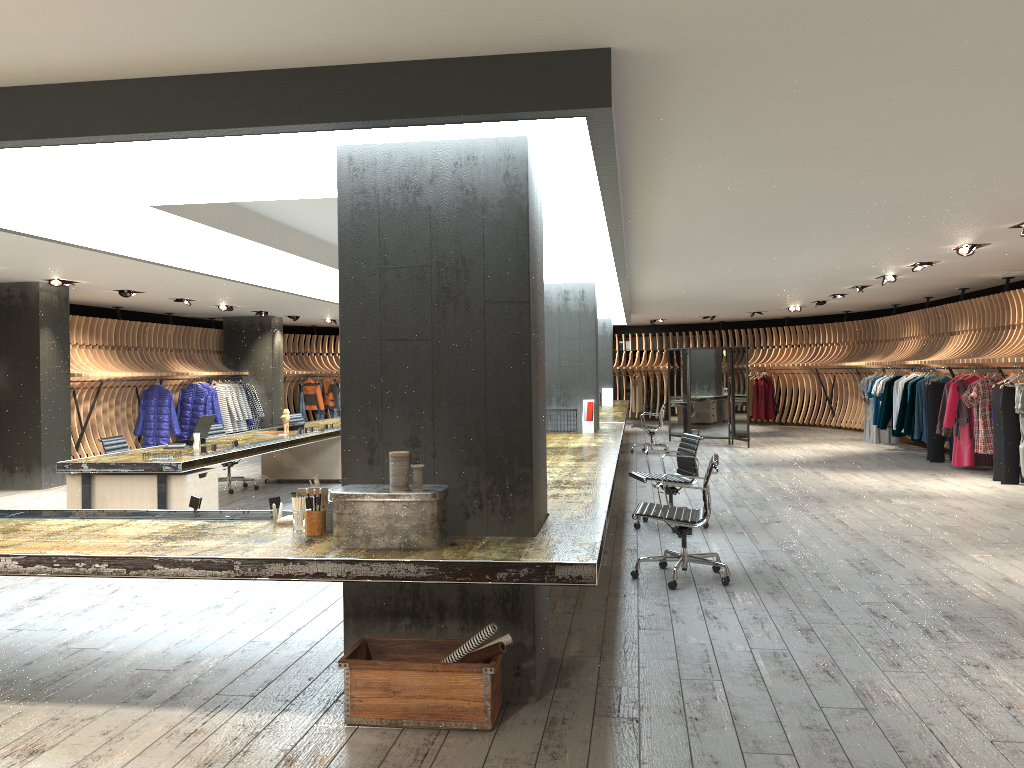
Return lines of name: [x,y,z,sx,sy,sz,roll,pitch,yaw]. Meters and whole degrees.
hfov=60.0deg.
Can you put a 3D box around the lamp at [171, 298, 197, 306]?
lamp: [-5.567,-1.462,14.980,0.269,0.294,0.493,-1,1,8]

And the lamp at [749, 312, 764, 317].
lamp: [5.744,-1.720,20.807,0.269,0.292,0.492,-1,1,-24]

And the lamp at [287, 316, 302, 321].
lamp: [-4.850,-1.542,19.708,0.269,0.292,0.493,-1,1,14]

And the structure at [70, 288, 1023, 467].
structure: [-0.792,0.089,8.204,14.881,2.440,36.558,-1,1,8]

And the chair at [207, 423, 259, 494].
chair: [-3.607,0.943,11.437,0.667,0.859,0.693,-1,0,-1]

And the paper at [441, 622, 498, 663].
paper: [-0.314,1.209,3.740,0.572,0.460,0.043,-1,0,25]

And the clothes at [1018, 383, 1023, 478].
clothes: [6.178,0.556,10.561,0.278,1.141,0.172,-1,0,15]

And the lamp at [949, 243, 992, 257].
lamp: [5.052,-1.554,9.783,0.269,0.284,0.493,-1,1,8]

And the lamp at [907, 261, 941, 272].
lamp: [5.272,-1.575,11.362,0.269,0.296,0.493,-1,1,8]

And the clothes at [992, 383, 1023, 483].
clothes: [6.279,0.663,11.065,0.087,1.353,0.539,-1,0,-43]

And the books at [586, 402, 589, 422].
books: [0.901,0.390,10.527,0.048,0.368,0.215,-1,0,8]

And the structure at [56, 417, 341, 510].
structure: [-2.657,0.916,12.789,1.162,0.844,10.452,-1,1,8]

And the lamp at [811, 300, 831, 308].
lamp: [6.148,-1.682,17.682,0.269,0.291,0.493,-1,1,4]

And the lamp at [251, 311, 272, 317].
lamp: [-5.128,-1.515,18.139,0.269,0.292,0.493,-1,1,8]

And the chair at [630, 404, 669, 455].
chair: [2.423,0.789,15.694,0.667,0.859,0.693,-1,0,4]

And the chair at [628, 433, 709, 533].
chair: [1.447,0.910,8.335,0.667,0.859,0.693,-1,0,-16]

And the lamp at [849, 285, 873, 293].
lamp: [5.711,-1.632,14.522,0.269,0.286,0.493,-1,1,8]

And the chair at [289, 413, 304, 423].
chair: [-3.211,0.899,14.053,0.667,0.859,0.693,-1,0,4]

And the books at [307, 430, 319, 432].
books: [-2.523,0.591,11.165,0.155,0.025,0.110,-1,1,3]

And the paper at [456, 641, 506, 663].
paper: [-0.348,1.237,3.780,0.723,0.365,0.047,-1,0,27]

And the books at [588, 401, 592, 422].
books: [0.922,0.389,10.524,0.048,0.368,0.215,-1,0,8]

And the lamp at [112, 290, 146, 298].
lamp: [-5.786,-1.437,13.400,0.269,0.292,0.493,-1,1,8]

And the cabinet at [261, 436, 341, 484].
cabinet: [-2.824,1.033,12.313,1.131,0.630,0.593,-1,0,8]

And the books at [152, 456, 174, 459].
books: [-3.086,0.648,7.837,0.155,0.025,0.110,-1,1,3]

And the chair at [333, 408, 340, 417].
chair: [-2.917,0.863,16.244,0.667,0.859,0.693,-1,0,-6]

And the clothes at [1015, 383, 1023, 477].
clothes: [6.205,0.556,10.664,0.273,1.143,0.170,-1,0,40]

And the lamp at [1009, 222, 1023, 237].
lamp: [4.833,-1.525,8.203,0.269,0.291,0.493,-1,1,8]

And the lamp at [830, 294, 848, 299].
lamp: [5.931,-1.654,16.102,0.269,0.294,0.493,-1,1,8]

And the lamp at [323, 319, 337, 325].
lamp: [-4.320,-1.570,21.202,0.269,0.296,0.493,-1,1,28]

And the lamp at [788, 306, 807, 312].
lamp: [6.157,-1.707,19.274,0.269,0.287,0.492,-1,1,-12]

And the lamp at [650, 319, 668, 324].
lamp: [3.810,-1.726,23.287,0.492,0.292,0.269,0,1,40]

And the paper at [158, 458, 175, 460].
paper: [-3.091,0.662,7.841,0.176,0.004,0.130,-1,1,17]

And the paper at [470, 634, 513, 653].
paper: [-0.303,1.235,3.798,0.624,0.290,0.041,-1,0,-11]

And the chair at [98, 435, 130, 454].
chair: [-3.929,0.979,9.294,0.667,0.859,0.693,-1,0,-6]

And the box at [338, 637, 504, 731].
box: [-0.377,1.294,3.837,0.664,0.282,0.341,-1,0,8]

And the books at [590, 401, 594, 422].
books: [0.944,0.389,10.521,0.048,0.368,0.215,-1,0,8]

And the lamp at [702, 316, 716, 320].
lamp: [4.942,-1.727,22.176,0.269,0.294,0.492,-1,1,-37]

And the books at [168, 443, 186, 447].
books: [-3.463,0.627,9.128,0.186,0.027,0.112,-1,1,-7]

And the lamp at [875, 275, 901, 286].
lamp: [5.492,-1.598,12.942,0.269,0.301,0.493,-1,1,8]

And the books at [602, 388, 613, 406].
books: [1.932,0.271,17.953,0.215,0.368,0.073,-1,0,8]

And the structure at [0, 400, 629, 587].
structure: [-0.868,0.896,12.323,4.835,0.844,18.477,-1,1,8]

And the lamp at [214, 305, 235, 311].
lamp: [-5.347,-1.492,16.560,0.269,0.286,0.493,-1,1,8]

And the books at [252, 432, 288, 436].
books: [-2.948,0.609,10.801,0.366,0.026,0.213,-1,1,18]

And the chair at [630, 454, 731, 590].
chair: [1.168,0.944,6.276,0.667,0.859,0.693,-1,0,4]

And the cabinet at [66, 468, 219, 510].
cabinet: [-3.312,1.102,8.000,1.131,0.630,0.593,-1,0,8]

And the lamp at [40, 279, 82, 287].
lamp: [-6.006,-1.409,11.821,0.269,0.296,0.493,-1,1,8]
